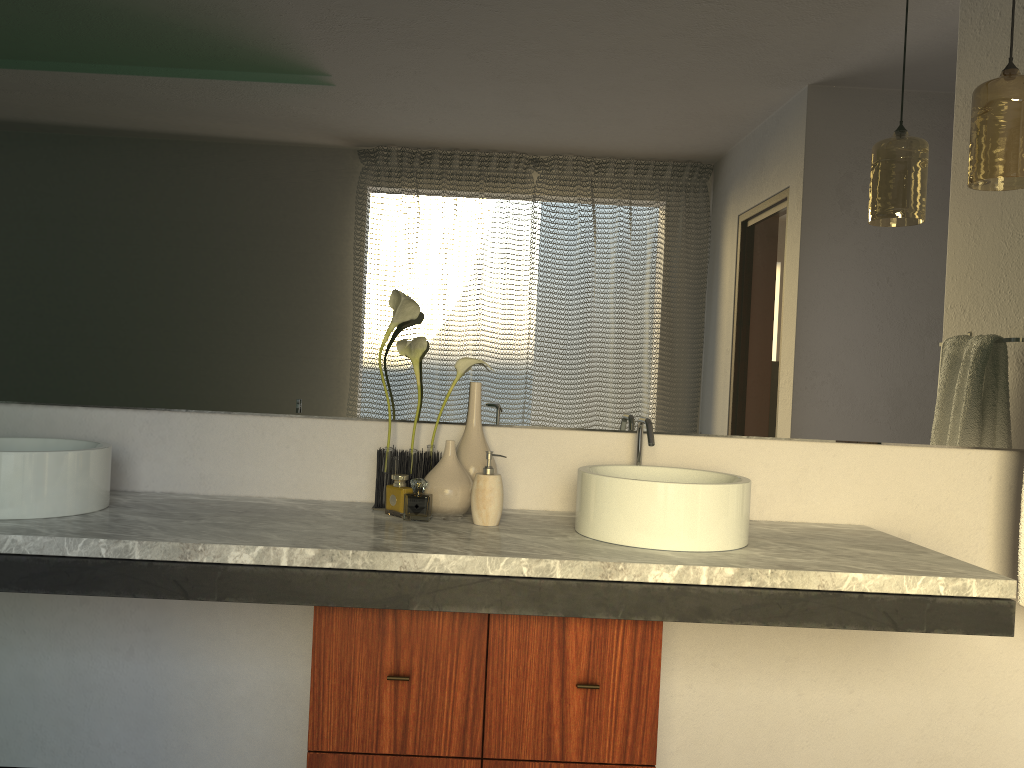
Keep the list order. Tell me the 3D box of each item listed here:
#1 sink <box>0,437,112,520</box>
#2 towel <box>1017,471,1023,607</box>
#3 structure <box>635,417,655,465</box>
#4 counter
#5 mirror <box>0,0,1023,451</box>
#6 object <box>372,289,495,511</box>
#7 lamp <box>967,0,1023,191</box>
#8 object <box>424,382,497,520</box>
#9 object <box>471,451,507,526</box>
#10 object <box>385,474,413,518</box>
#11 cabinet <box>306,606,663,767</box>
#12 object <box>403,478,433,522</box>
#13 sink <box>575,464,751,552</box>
[{"bbox_3d":[-1.033,0.190,1.854,0.357,0.131,0.357,3,0,0],"label":"sink"},{"bbox_3d":[1.226,0.190,1.926,0.163,0.636,0.254,3,0,15],"label":"towel"},{"bbox_3d":[0.280,0.197,2.035,0.066,0.242,0.164,3,0,0],"label":"structure"},{"bbox_3d":[-0.251,0.343,1.851,2.257,0.101,0.588,3,0,-1],"label":"counter"},{"bbox_3d":[-0.687,-0.505,2.127,4.076,1.152,0.017,3,0,-1],"label":"mirror"},{"bbox_3d":[-0.190,0.044,2.048,0.239,0.504,0.191,3,0,-24],"label":"object"},{"bbox_3d":[1.080,-0.863,1.902,0.142,0.867,0.135,3,0,40],"label":"lamp"},{"bbox_3d":[-0.115,0.148,2.018,0.122,0.305,0.235,3,0,24],"label":"object"},{"bbox_3d":[-0.052,0.223,1.905,0.069,0.158,0.071,3,0,-19],"label":"object"},{"bbox_3d":[-0.250,0.247,1.963,0.038,0.092,0.067,2,0,-42],"label":"object"},{"bbox_3d":[-0.070,0.699,1.894,0.658,0.599,0.513,3,0,-2],"label":"cabinet"},{"bbox_3d":[-0.202,0.248,1.905,0.057,0.090,0.038,3,0,8],"label":"object"},{"bbox_3d":[0.316,0.254,1.871,0.351,0.131,0.364,3,0,-25],"label":"sink"}]
